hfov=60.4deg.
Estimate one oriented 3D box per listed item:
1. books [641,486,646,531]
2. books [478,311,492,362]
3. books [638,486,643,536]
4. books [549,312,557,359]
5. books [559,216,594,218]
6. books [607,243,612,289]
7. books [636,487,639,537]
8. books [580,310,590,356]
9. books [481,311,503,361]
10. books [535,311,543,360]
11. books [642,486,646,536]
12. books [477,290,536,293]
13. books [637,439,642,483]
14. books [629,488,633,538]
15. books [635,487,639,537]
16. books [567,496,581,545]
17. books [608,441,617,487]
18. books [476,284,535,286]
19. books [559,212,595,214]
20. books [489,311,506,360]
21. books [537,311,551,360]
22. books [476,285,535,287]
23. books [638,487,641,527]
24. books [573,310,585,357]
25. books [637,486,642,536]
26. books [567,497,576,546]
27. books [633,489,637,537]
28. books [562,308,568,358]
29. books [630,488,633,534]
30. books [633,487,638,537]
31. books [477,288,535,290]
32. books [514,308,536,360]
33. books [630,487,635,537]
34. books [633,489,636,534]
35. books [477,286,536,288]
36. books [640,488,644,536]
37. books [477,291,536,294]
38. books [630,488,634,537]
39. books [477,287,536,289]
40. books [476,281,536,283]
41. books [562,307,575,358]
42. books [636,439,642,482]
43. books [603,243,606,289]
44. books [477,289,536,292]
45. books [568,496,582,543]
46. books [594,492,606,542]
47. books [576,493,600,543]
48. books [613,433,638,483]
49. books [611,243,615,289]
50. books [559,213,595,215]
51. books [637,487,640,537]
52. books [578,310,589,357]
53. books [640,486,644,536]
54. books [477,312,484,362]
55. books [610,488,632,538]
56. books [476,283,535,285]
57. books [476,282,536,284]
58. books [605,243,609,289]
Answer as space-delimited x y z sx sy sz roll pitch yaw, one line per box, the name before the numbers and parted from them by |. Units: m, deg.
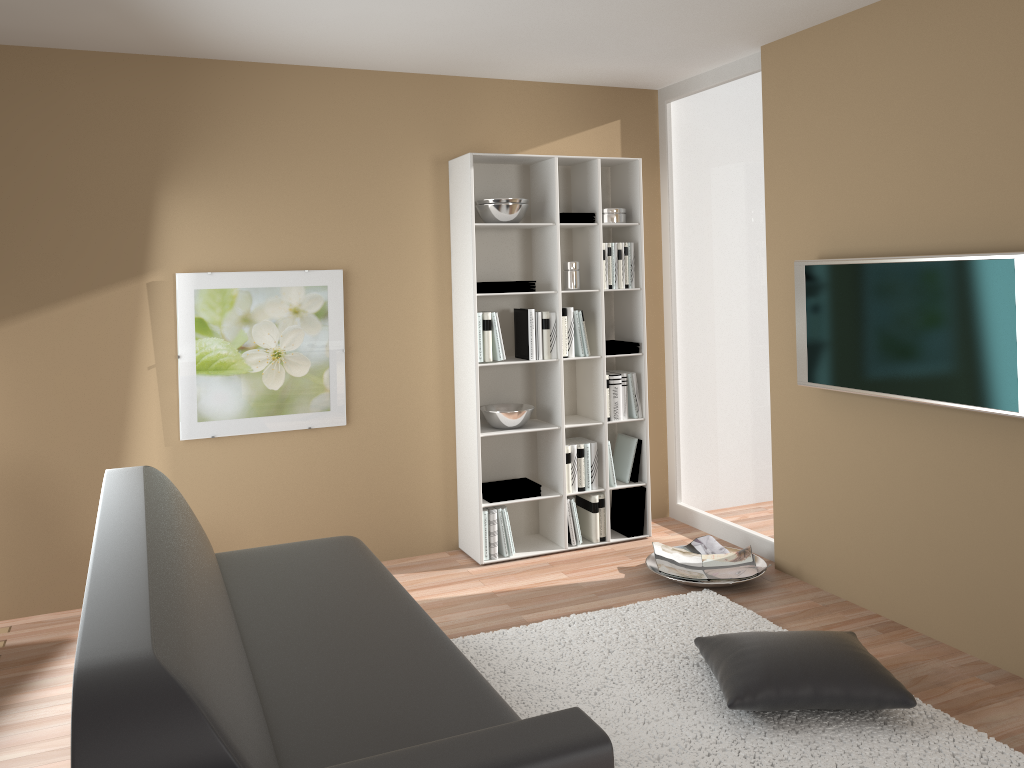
books | 0.701 0.708 5.065 0.032 0.273 0.219 -2 3 -23
books | -0.161 -0.257 4.710 0.040 0.258 0.208 -2 3 -23
books | 0.687 0.710 5.057 0.032 0.272 0.217 -2 2 -23
books | 0.186 -0.272 4.869 0.040 0.251 0.208 -2 3 -23
books | 0.296 -0.931 4.963 0.211 0.006 0.298 -5 8 -27
books | 0.509 -0.668 5.003 0.020 0.258 0.208 -2 3 -23
books | 0.666 0.714 5.050 0.032 0.268 0.211 -2 2 -23
books | 0.368 -0.292 4.968 0.058 0.257 0.208 -2 3 -23
books | -0.117 -0.260 4.731 0.060 0.259 0.208 -2 3 -23
books | 0.110 -0.269 4.835 0.040 0.258 0.208 -2 3 -23
books | 0.707 0.710 5.067 0.032 0.268 0.211 -2 2 -23
books | -0.050 -0.505 4.783 0.298 0.006 0.211 -5 8 -23
books | 0.684 0.428 5.094 0.043 0.238 0.211 -2 3 -23
books | 0.626 0.717 5.031 0.032 0.269 0.212 -2 2 -23
books | 0.661 0.714 5.048 0.032 0.268 0.211 -2 2 -23
books | 0.310 0.743 4.890 0.058 0.257 0.208 -2 3 -23
books | 0.516 0.436 4.989 0.060 0.259 0.208 -2 3 -23
books | -0.052 -0.539 4.787 0.298 0.008 0.211 -5 8 -23
books | 0.299 -0.952 4.960 0.211 0.006 0.298 -5 8 -28
books | -0.100 -0.263 4.751 0.058 0.257 0.208 -2 3 -23
books | 0.151 -0.272 4.847 0.040 0.258 0.208 -2 3 -23
books | -0.050 -0.533 4.782 0.298 0.006 0.211 -4 8 -22
books | 0.675 0.710 5.057 0.032 0.270 0.214 -2 2 -23
books | 0.333 -0.288 4.940 0.060 0.259 0.208 -2 3 -23
books | 0.680 0.710 5.059 0.032 0.270 0.214 -2 2 -23
books | 0.284 0.742 4.884 0.060 0.259 0.208 -2 3 -23
books | 0.651 0.715 5.043 0.032 0.268 0.211 -2 2 -23
books | 0.244 -0.288 4.904 0.053 0.272 0.208 -2 2 -23
books | 0.629 0.714 5.038 0.032 0.270 0.214 -2 2 -23
books | 0.656 0.712 5.046 0.032 0.273 0.219 -2 3 -23
books | -0.052 -0.516 4.783 0.298 0.007 0.211 -5 8 -25
books | 0.072 -0.275 4.819 0.040 0.275 0.208 -2 2 -23
books | 0.641 0.714 5.038 0.032 0.272 0.217 -2 2 -23
books | 0.646 0.715 5.041 0.032 0.268 0.211 -2 2 -23
books | -0.049 -0.527 4.784 0.298 0.006 0.211 -5 8 -23
books | 0.692 0.711 5.061 0.032 0.268 0.211 -2 2 -23
books | -0.050 -0.499 4.782 0.298 0.007 0.211 -5 8 -23
books | 0.634 0.714 5.040 0.032 0.270 0.214 -2 2 -23
books | -0.049 -0.522 4.784 0.298 0.006 0.211 -5 8 -23
books | -0.047 -0.555 4.785 0.298 0.006 0.211 -5 8 -23
books | 0.287 -0.293 4.924 0.040 0.275 0.208 -2 2 -23
books | 0.677 0.426 5.091 0.043 0.242 0.219 -2 3 -23
books | 0.472 -0.665 4.982 0.020 0.258 0.208 -2 3 -23
books | -0.050 -0.510 4.783 0.298 0.006 0.211 -5 8 -23
books | 0.319 0.738 4.912 0.058 0.257 0.208 -2 3 -23
books | 0.461 0.730 4.958 0.040 0.258 0.208 -2 3 -23
books | 0.425 0.733 4.938 0.040 0.258 0.208 -2 3 -23
books | 0.644 0.426 5.080 0.085 0.245 0.208 -2 3 -23
books | 0.528 -0.670 5.012 0.020 0.258 0.208 -2 3 -23
books | 0.298 -0.947 4.960 0.211 0.007 0.298 -5 8 -28
books | 0.672 0.713 5.051 0.032 0.269 0.212 -2 2 -23
books | 0.359 -0.287 4.946 0.058 0.257 0.208 -2 3 -23
books | 0.696 0.711 5.063 0.032 0.268 0.211 -2 2 -23
books | -0.207 -0.254 4.696 0.040 0.258 0.208 -2 3 -23
books | 0.621 0.717 5.031 0.032 0.268 0.211 -2 2 -23
books | -0.052 -0.544 4.787 0.298 0.008 0.211 -5 8 -23
books | -0.047 -0.549 4.784 0.298 0.007 0.211 -5 8 -23
books | 0.488 -0.667 4.997 0.020 0.258 0.208 -2 2 -23
